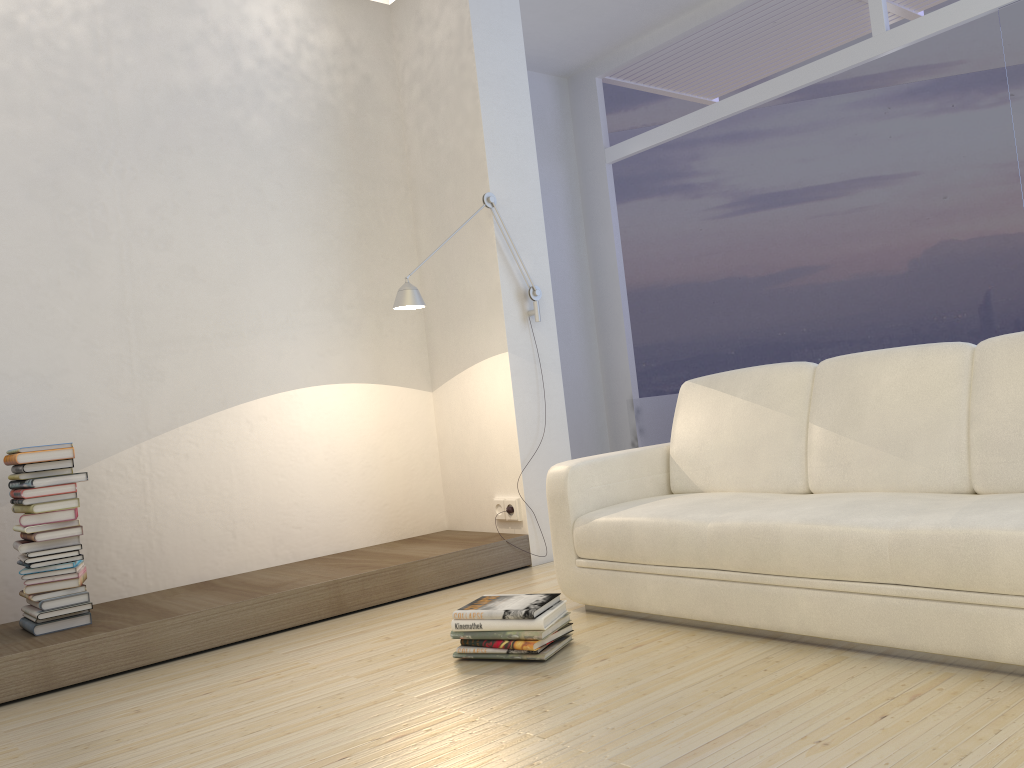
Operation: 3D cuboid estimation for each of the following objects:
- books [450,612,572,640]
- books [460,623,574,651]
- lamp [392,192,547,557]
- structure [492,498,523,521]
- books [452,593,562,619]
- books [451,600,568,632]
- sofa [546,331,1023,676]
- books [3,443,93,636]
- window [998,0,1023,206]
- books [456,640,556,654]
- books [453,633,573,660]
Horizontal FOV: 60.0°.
[{"bbox_3d":[-0.001,0.800,2.933,0.328,0.027,0.247,-7,-2,26],"label":"books"},{"bbox_3d":[0.018,0.825,2.921,0.287,0.025,0.247,-8,-2,35],"label":"books"},{"bbox_3d":[-0.183,-0.023,4.321,0.891,1.841,0.204,-5,-2,-44],"label":"lamp"},{"bbox_3d":[-0.028,0.644,4.551,0.028,0.114,0.206,-5,-2,-40],"label":"structure"},{"bbox_3d":[-0.013,0.737,2.938,0.287,0.025,0.247,-7,-2,24],"label":"books"},{"bbox_3d":[-0.004,0.768,2.934,0.319,0.038,0.247,-7,-2,21],"label":"books"},{"bbox_3d":[1.162,0.321,2.931,0.941,0.862,2.166,-5,-2,-40],"label":"sofa"},{"bbox_3d":[-1.778,0.585,3.431,0.270,0.694,0.329,-5,-2,-40],"label":"books"},{"bbox_3d":[3.849,-0.922,3.834,0.012,2.706,2.988,-5,-2,-40],"label":"window"},{"bbox_3d":[-0.001,0.849,2.934,0.287,0.018,0.247,-7,-2,24],"label":"books"},{"bbox_3d":[0.007,0.866,2.931,0.328,0.018,0.247,-7,-2,26],"label":"books"}]
